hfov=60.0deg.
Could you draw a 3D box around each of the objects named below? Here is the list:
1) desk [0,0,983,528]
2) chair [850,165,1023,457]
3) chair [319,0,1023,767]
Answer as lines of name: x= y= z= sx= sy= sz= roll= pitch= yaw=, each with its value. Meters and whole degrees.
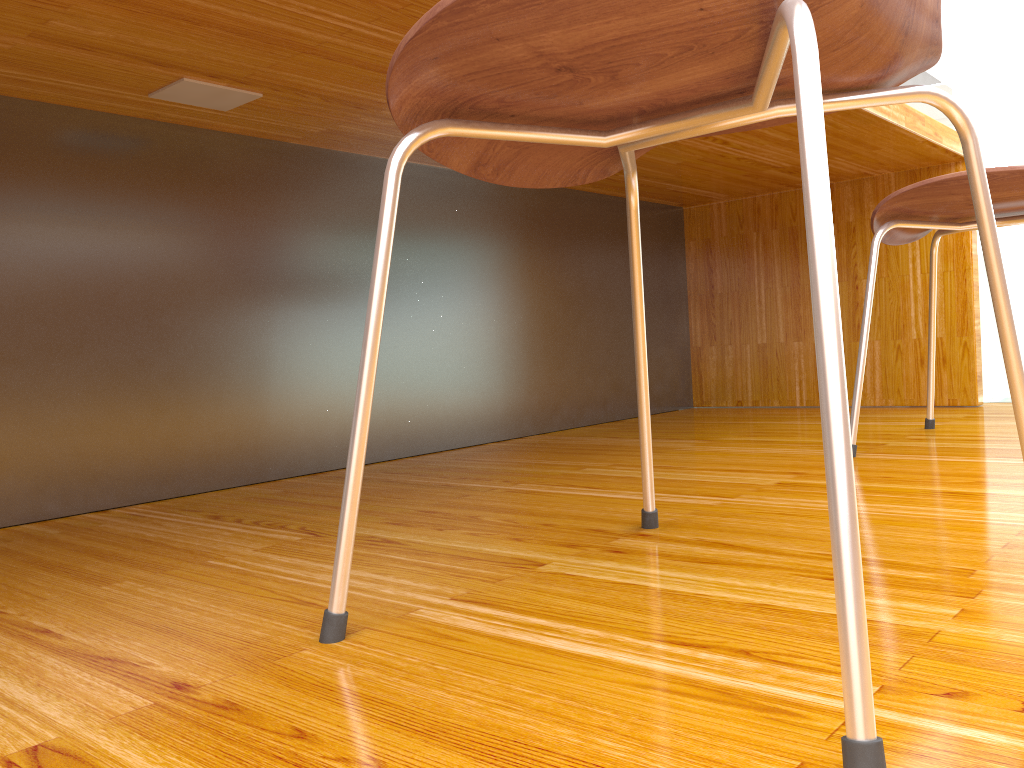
desk: x=-0.559 y=-0.042 z=1.314 sx=1.527 sy=0.785 sz=3.243 roll=-1 pitch=3 yaw=41
chair: x=0.760 y=-0.249 z=1.363 sx=0.381 sy=0.693 sz=0.428 roll=-1 pitch=3 yaw=41
chair: x=0.127 y=-0.184 z=0.630 sx=0.381 sy=0.693 sz=0.428 roll=-1 pitch=3 yaw=41
